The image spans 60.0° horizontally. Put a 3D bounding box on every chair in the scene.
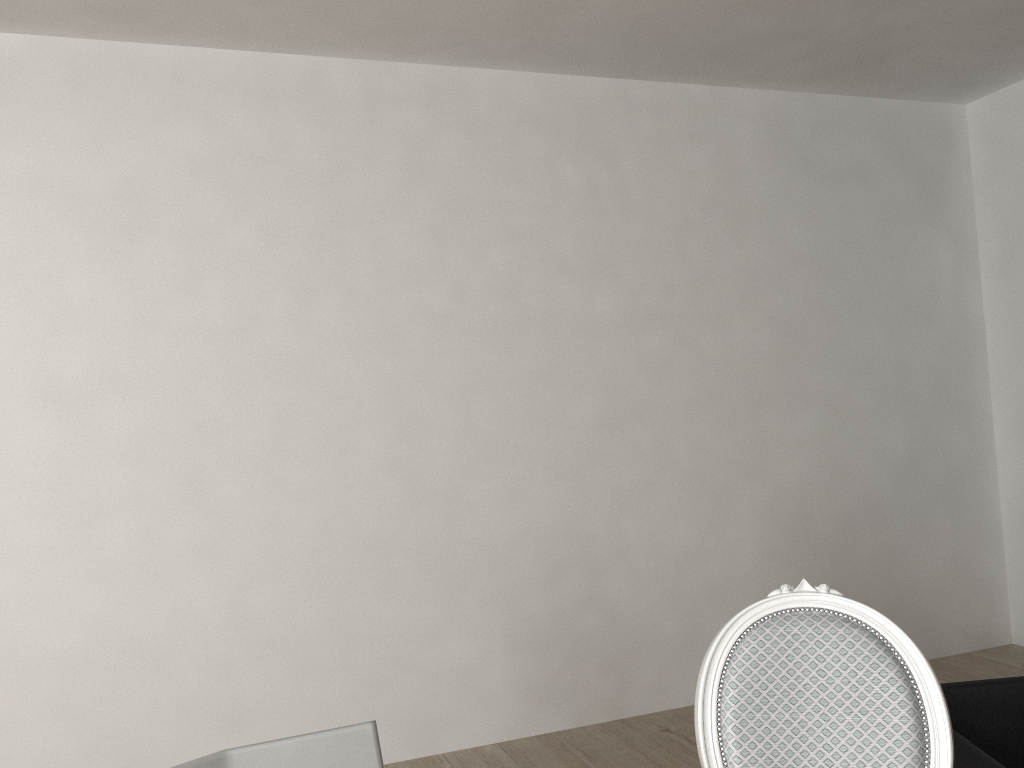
[{"bbox_3d":[0.412,0.715,1.149,0.480,0.833,0.505,-4,-2,13],"label":"chair"},{"bbox_3d":[0.973,0.813,1.401,0.569,0.597,0.609,-4,-2,-4],"label":"chair"},{"bbox_3d":[-0.205,0.793,0.871,0.470,0.745,0.439,-2,-3,-34],"label":"chair"}]
